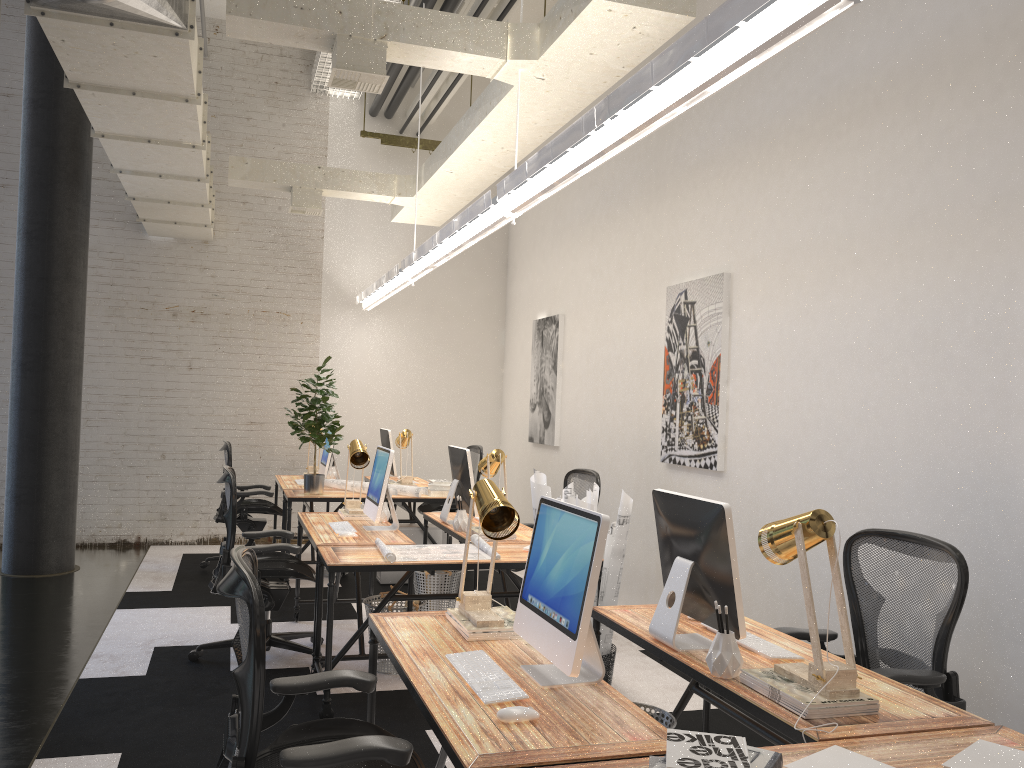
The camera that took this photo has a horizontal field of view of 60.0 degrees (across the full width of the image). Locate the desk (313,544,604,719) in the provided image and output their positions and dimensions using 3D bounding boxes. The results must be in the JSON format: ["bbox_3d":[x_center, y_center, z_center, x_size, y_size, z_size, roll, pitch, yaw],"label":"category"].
[{"bbox_3d":[-0.277,1.221,4.512,1.401,0.724,0.529,3,-1,-18],"label":"desk"}]

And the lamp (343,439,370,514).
[{"bbox_3d":[-1.000,0.592,5.694,0.128,0.470,0.344,2,-1,-17],"label":"lamp"}]

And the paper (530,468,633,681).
[{"bbox_3d":[0.295,0.996,4.118,0.412,1.198,0.440,3,-1,-40],"label":"paper"}]

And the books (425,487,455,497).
[{"bbox_3d":[-0.596,0.872,7.172,0.200,0.050,0.271,3,-2,-20],"label":"books"}]

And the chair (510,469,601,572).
[{"bbox_3d":[0.267,1.099,5.801,0.792,1.085,0.770,3,-1,-34],"label":"chair"}]

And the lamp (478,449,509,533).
[{"bbox_3d":[-0.105,0.613,5.193,0.128,0.470,0.344,2,-1,-17],"label":"lamp"}]

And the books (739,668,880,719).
[{"bbox_3d":[0.792,0.823,2.385,0.225,0.038,0.309,3,-2,-17],"label":"books"}]

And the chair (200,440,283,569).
[{"bbox_3d":[-2.238,1.030,7.627,0.792,1.085,0.770,3,-1,-34],"label":"chair"}]

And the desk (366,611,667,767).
[{"bbox_3d":[-0.064,1.178,2.563,0.529,0.724,1.401,2,-1,-18],"label":"desk"}]

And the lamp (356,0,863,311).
[{"bbox_3d":[-0.311,-2.176,5.447,0.226,2.863,7.302,2,-1,-18],"label":"lamp"}]

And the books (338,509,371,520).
[{"bbox_3d":[-0.999,0.844,5.748,0.225,0.038,0.309,3,-2,-17],"label":"books"}]

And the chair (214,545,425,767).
[{"bbox_3d":[-0.490,0.978,2.328,0.792,1.085,0.770,3,-1,-34],"label":"chair"}]

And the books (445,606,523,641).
[{"bbox_3d":[-0.082,0.806,2.999,0.225,0.038,0.309,3,-2,-17],"label":"books"}]

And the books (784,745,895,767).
[{"bbox_3d":[0.728,0.818,1.839,0.205,0.019,0.243,3,-2,-40],"label":"books"}]

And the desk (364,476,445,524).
[{"bbox_3d":[-1.004,1.268,8.111,0.529,0.724,1.401,2,-1,-18],"label":"desk"}]

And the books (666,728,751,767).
[{"bbox_3d":[0.369,0.705,1.675,0.153,0.030,0.185,2,-2,10],"label":"books"}]

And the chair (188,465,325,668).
[{"bbox_3d":[-1.406,1.016,5.076,0.792,1.085,0.770,3,-1,-34],"label":"chair"}]

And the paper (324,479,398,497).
[{"bbox_3d":[-1.289,0.827,7.168,0.083,0.082,1.134,3,-2,-43],"label":"paper"}]

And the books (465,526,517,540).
[{"bbox_3d":[-0.125,0.861,5.134,0.225,0.038,0.309,3,-2,-17],"label":"books"}]

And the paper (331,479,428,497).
[{"bbox_3d":[-1.130,0.835,7.217,1.134,0.082,0.083,1,-2,37],"label":"paper"}]

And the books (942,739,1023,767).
[{"bbox_3d":[1.070,0.830,1.903,0.235,0.024,0.200,4,-2,-44],"label":"books"}]

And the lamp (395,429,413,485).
[{"bbox_3d":[-0.936,0.627,7.744,0.126,0.470,0.344,2,-1,-17],"label":"lamp"}]

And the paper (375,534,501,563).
[{"bbox_3d":[-0.387,0.831,4.508,0.626,0.061,0.568,3,-2,-20],"label":"paper"}]

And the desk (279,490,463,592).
[{"bbox_3d":[-1.109,1.236,7.062,1.401,0.724,0.529,3,-1,-18],"label":"desk"}]

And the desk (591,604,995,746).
[{"bbox_3d":[0.745,1.215,2.812,0.529,0.724,1.401,2,-1,-18],"label":"desk"}]

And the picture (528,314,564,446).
[{"bbox_3d":[0.314,-0.030,8.294,0.049,1.183,0.731,2,-1,-18],"label":"picture"}]

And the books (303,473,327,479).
[{"bbox_3d":[-1.830,0.859,8.298,0.225,0.038,0.309,3,-2,-17],"label":"books"}]

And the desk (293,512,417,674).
[{"bbox_3d":[-0.981,1.216,5.312,0.529,0.724,1.401,2,-1,-18],"label":"desk"}]

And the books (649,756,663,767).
[{"bbox_3d":[0.355,0.783,1.660,0.200,0.050,0.271,2,-2,10],"label":"books"}]

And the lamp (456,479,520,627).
[{"bbox_3d":[-0.084,0.554,2.945,0.126,0.470,0.344,2,-1,-17],"label":"lamp"}]

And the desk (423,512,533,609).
[{"bbox_3d":[-0.172,1.253,5.561,0.529,0.724,1.401,2,-1,-18],"label":"desk"}]

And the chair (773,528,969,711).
[{"bbox_3d":[1.184,1.061,3.052,0.792,1.085,0.770,3,-1,-34],"label":"chair"}]

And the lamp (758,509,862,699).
[{"bbox_3d":[0.812,0.575,2.444,0.128,0.470,0.344,2,-1,-17],"label":"lamp"}]

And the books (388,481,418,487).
[{"bbox_3d":[-0.957,0.876,7.684,0.225,0.038,0.309,3,-2,-17],"label":"books"}]

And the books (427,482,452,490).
[{"bbox_3d":[-0.578,0.826,7.193,0.193,0.044,0.257,2,-2,0],"label":"books"}]

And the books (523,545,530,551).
[{"bbox_3d":[0.204,0.874,4.691,0.243,0.019,0.205,2,-2,20],"label":"books"}]

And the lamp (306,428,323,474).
[{"bbox_3d":[-1.833,0.606,8.244,0.126,0.470,0.344,2,-1,-18],"label":"lamp"}]

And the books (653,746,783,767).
[{"bbox_3d":[0.382,0.737,1.671,0.193,0.044,0.257,1,-2,30],"label":"books"}]

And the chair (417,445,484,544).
[{"bbox_3d":[-0.565,1.114,8.351,0.792,1.085,0.770,3,-1,-34],"label":"chair"}]

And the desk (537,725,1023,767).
[{"bbox_3d":[0.639,1.183,1.763,1.401,0.724,0.529,3,-1,-18],"label":"desk"}]

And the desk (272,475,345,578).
[{"bbox_3d":[-1.813,1.230,7.863,0.529,0.724,1.401,2,-1,-18],"label":"desk"}]

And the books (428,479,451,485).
[{"bbox_3d":[-0.591,0.794,7.190,0.153,0.030,0.185,3,-2,-20],"label":"books"}]
